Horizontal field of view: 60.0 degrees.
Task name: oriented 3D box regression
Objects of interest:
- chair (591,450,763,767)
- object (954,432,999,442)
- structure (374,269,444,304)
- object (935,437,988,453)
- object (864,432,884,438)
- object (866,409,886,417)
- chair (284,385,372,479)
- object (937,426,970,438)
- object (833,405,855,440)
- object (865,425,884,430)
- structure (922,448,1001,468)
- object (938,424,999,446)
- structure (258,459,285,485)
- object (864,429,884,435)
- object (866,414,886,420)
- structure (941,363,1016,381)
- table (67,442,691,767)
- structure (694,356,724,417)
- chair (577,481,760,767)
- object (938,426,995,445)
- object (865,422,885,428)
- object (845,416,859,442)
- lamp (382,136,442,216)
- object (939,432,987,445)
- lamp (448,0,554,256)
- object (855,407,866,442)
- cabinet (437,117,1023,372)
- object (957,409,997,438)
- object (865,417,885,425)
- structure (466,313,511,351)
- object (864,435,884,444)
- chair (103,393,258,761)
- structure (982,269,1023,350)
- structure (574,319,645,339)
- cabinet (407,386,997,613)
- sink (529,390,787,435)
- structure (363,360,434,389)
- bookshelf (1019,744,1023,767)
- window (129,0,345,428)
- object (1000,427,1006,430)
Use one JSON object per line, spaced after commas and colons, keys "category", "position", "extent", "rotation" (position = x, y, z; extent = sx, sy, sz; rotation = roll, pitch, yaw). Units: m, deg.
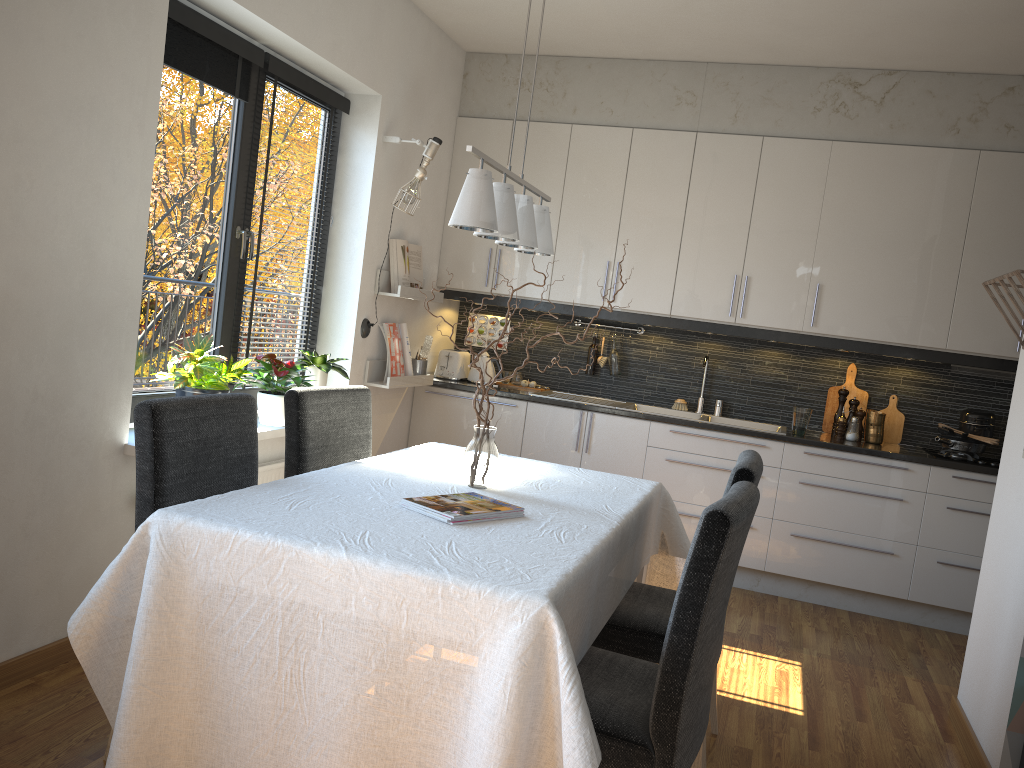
{"category": "chair", "position": [0.443, 0.661, 2.796], "extent": [0.544, 0.961, 0.461], "rotation": [9, 5, 17]}
{"category": "object", "position": [2.409, 0.274, 4.687], "extent": [0.065, 0.021, 0.335], "rotation": [6, 5, -25]}
{"category": "structure", "position": [-0.545, -0.526, 4.820], "extent": [0.147, 0.129, 0.594], "rotation": [9, 4, 17]}
{"category": "object", "position": [2.359, 0.314, 4.743], "extent": [0.351, 0.061, 0.232], "rotation": [7, 4, -10]}
{"category": "object", "position": [1.968, 0.282, 4.824], "extent": [0.100, 0.048, 0.099], "rotation": [11, 5, 35]}
{"category": "object", "position": [1.977, 0.168, 4.812], "extent": [0.100, 0.047, 0.099], "rotation": [8, 4, 12]}
{"category": "chair", "position": [-0.489, 0.517, 3.079], "extent": [0.544, 0.961, 0.461], "rotation": [9, 5, 22]}
{"category": "object", "position": [2.393, 0.271, 4.711], "extent": [0.246, 0.080, 0.355], "rotation": [9, 5, 20]}
{"category": "object", "position": [1.806, 0.204, 4.825], "extent": [0.080, 0.192, 0.058], "rotation": [8, 5, 1]}
{"category": "object", "position": [1.970, 0.244, 4.824], "extent": [0.099, 0.043, 0.100], "rotation": [8, 4, 4]}
{"category": "structure", "position": [2.513, 0.398, 4.581], "extent": [0.662, 0.041, 0.500], "rotation": [9, 4, 17]}
{"category": "object", "position": [2.389, 0.263, 4.655], "extent": [0.059, 0.061, 0.333], "rotation": [5, 5, -30]}
{"category": "structure", "position": [-1.108, 0.569, 3.657], "extent": [0.078, 0.460, 1.456], "rotation": [9, 5, 18]}
{"category": "object", "position": [1.968, 0.265, 4.824], "extent": [0.099, 0.051, 0.099], "rotation": [8, 4, 3]}
{"category": "object", "position": [1.973, 0.188, 4.816], "extent": [0.100, 0.036, 0.100], "rotation": [3, 6, -45]}
{"category": "structure", "position": [2.625, -0.092, 4.663], "extent": [0.623, 0.148, 0.362], "rotation": [9, 5, 17]}
{"category": "table", "position": [-0.172, 0.692, 2.633], "extent": [1.234, 0.764, 1.855], "rotation": [9, 5, 17]}
{"category": "structure", "position": [1.179, 0.015, 5.195], "extent": [0.167, 0.347, 0.195], "rotation": [8, 5, 9]}
{"category": "chair", "position": [0.234, 0.684, 2.125], "extent": [0.544, 0.961, 0.461], "rotation": [9, 5, 22]}
{"category": "object", "position": [2.374, 0.268, 4.648], "extent": [0.064, 0.044, 0.334], "rotation": [6, 5, -22]}
{"category": "object", "position": [1.971, 0.222, 4.822], "extent": [0.099, 0.057, 0.101], "rotation": [10, 5, 28]}
{"category": "object", "position": [1.837, 0.241, 4.773], "extent": [0.069, 0.135, 0.069], "rotation": [7, 5, -8]}
{"category": "lamp", "position": [-0.517, -1.041, 4.421], "extent": [0.311, 0.395, 0.131], "rotation": [9, 5, 21]}
{"category": "object", "position": [2.379, 0.283, 4.715], "extent": [0.347, 0.082, 0.243], "rotation": [4, 5, -37]}
{"category": "lamp", "position": [0.067, -1.042, 2.495], "extent": [0.131, 1.286, 0.759], "rotation": [9, 5, 17]}
{"category": "object", "position": [1.887, 0.219, 4.829], "extent": [0.058, 0.184, 0.058], "rotation": [3, 7, -40]}
{"category": "cabinet", "position": [1.669, -0.748, 4.879], "extent": [4.233, 1.071, 0.457], "rotation": [9, 5, 17]}
{"category": "object", "position": [2.487, 0.217, 4.747], "extent": [0.190, 0.159, 0.197], "rotation": [5, 5, -27]}
{"category": "object", "position": [1.971, 0.204, 4.817], "extent": [0.100, 0.036, 0.100], "rotation": [8, 4, 10]}
{"category": "structure", "position": [-0.158, -0.336, 5.681], "extent": [0.279, 0.210, 0.045], "rotation": [9, 5, 17]}
{"category": "object", "position": [1.967, 0.304, 4.826], "extent": [0.100, 0.036, 0.099], "rotation": [4, 6, -41]}
{"category": "chair", "position": [-0.698, 0.540, 2.408], "extent": [0.544, 0.961, 0.461], "rotation": [9, 5, 17]}
{"category": "structure", "position": [1.726, -0.509, 2.915], "extent": [0.185, 0.776, 0.495], "rotation": [9, 5, 17]}
{"category": "structure", "position": [0.586, -0.336, 5.437], "extent": [0.442, 0.081, 0.067], "rotation": [9, 5, 17]}
{"category": "cabinet", "position": [1.381, 0.649, 4.654], "extent": [4.221, 0.691, 0.040], "rotation": [9, 5, 17]}
{"category": "sink", "position": [0.826, 0.233, 5.087], "extent": [1.420, 0.169, 0.474], "rotation": [9, 5, 17]}
{"category": "structure", "position": [-0.607, -0.058, 4.862], "extent": [0.147, 0.129, 0.594], "rotation": [9, 4, 17]}
{"category": "bookshelf", "position": [2.131, 0.794, 2.375], "extent": [1.189, 1.202, 0.237], "rotation": [9, 5, 17]}
{"category": "window", "position": [-1.165, -0.633, 3.718], "extent": [0.119, 1.590, 1.560], "rotation": [9, 5, 17]}
{"category": "object", "position": [2.647, 0.235, 4.622], "extent": [0.371, 0.169, 0.202], "rotation": [7, 5, -11]}
